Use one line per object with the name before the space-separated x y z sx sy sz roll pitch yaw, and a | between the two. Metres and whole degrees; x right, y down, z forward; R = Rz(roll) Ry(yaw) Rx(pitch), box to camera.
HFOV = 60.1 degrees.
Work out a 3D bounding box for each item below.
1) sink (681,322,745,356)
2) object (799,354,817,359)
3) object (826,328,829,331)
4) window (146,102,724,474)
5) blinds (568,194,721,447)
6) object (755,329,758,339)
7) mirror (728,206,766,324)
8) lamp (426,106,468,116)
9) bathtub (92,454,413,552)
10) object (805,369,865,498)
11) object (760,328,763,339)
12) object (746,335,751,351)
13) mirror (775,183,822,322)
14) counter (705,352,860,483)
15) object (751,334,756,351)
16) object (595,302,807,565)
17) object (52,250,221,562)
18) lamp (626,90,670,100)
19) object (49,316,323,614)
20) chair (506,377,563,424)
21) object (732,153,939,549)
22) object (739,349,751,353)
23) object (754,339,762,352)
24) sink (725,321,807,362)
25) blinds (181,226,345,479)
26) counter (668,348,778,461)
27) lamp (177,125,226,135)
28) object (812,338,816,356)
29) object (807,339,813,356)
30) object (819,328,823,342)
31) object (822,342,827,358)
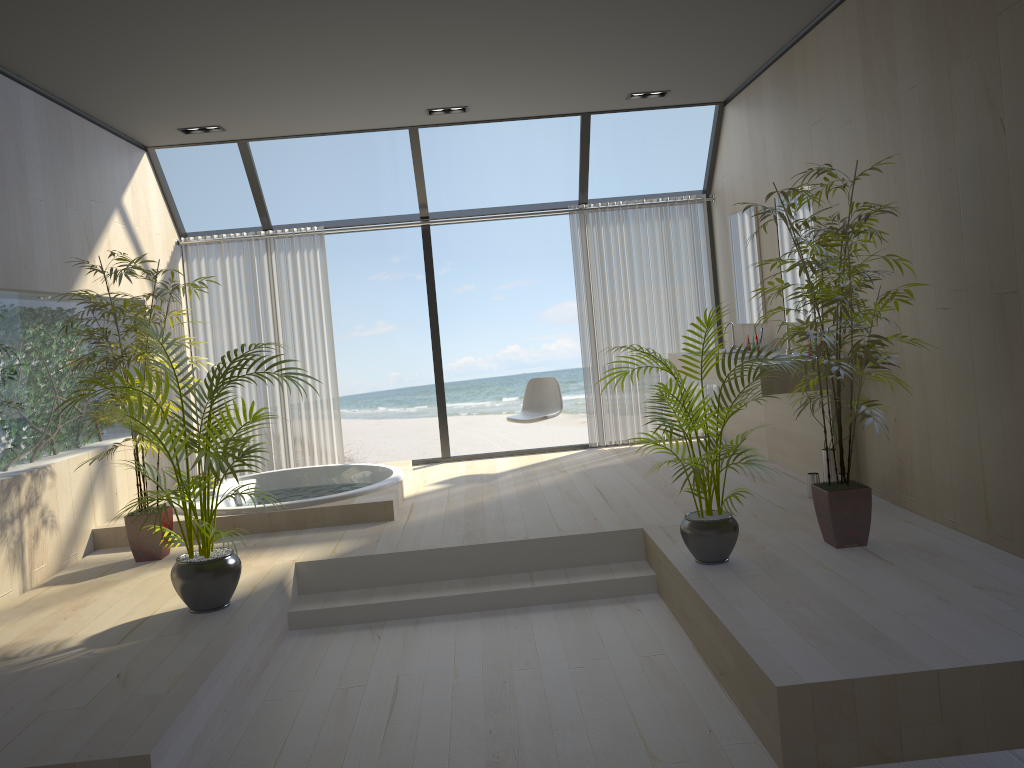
sink | 1.575 -0.261 6.893 0.504 0.419 0.575 -5 3 1
object | 1.766 -0.164 5.285 0.104 0.029 0.033 -2 4 38
object | 1.866 -0.245 5.260 0.053 0.175 0.012 -5 1 23
window | -0.476 -0.727 7.334 4.561 2.812 0.745 -5 1 -2
blinds | 1.157 -0.546 7.598 1.183 2.069 0.084 -5 0 -2
object | 1.781 -0.319 6.448 0.012 0.178 0.050 -5 1 37
mirror | 1.813 -0.901 6.851 0.023 0.868 0.654 -5 2 -2
lamp | -0.483 -2.072 6.547 0.301 0.112 0.164 -5 3 -2
bathtub | -1.667 0.815 6.221 1.821 0.698 1.650 -5 3 -2
object | 1.858 0.276 4.996 0.407 0.748 0.274 -5 1 -14
object | 1.813 -0.322 6.465 0.053 0.175 0.012 -5 1 23
object | 1.750 -0.299 6.559 0.039 0.135 0.039 -6 1 -44
mirror | 1.886 -0.837 5.817 0.023 0.868 0.654 -5 2 -2
counter | 1.710 0.223 5.728 0.550 0.790 1.207 -5 3 -2
object | 1.812 -0.311 6.654 0.039 0.135 0.039 -6 1 -44
object | 0.799 0.218 3.973 0.914 1.156 0.753 -4 2 31
object | -2.171 0.122 5.013 0.785 1.755 0.938 -5 1 23
lamp | 1.010 -2.209 6.611 0.301 0.112 0.164 -5 3 -2
object | -1.357 0.321 3.967 1.066 1.344 0.873 -6 2 -14
chair | 0.191 0.135 7.209 0.368 0.347 0.456 -4 3 26
object | 1.517 -0.139 4.044 0.785 1.755 0.938 -5 1 23
object | 1.713 -0.242 6.490 0.104 0.029 0.033 -2 4 38
object | 1.803 -0.280 6.472 0.058 0.100 0.058 -5 1 4
sink | 1.628 -0.183 5.688 0.504 0.419 0.575 -5 3 1
blinds | -2.082 -0.249 7.459 1.183 2.069 0.084 -5 0 -2
counter | 1.658 0.145 6.933 0.550 0.790 1.207 -5 3 -2
lamp | -2.273 -1.908 6.470 0.301 0.112 0.164 -5 3 -2
object | 1.864 -0.234 5.449 0.038 0.135 0.039 -4 1 39
object | 1.802 -0.222 5.354 0.038 0.135 0.039 -4 1 39
object | 1.833 -0.242 5.243 0.012 0.178 0.050 -5 1 37
object | 1.855 -0.203 5.267 0.058 0.100 0.059 -5 1 8
